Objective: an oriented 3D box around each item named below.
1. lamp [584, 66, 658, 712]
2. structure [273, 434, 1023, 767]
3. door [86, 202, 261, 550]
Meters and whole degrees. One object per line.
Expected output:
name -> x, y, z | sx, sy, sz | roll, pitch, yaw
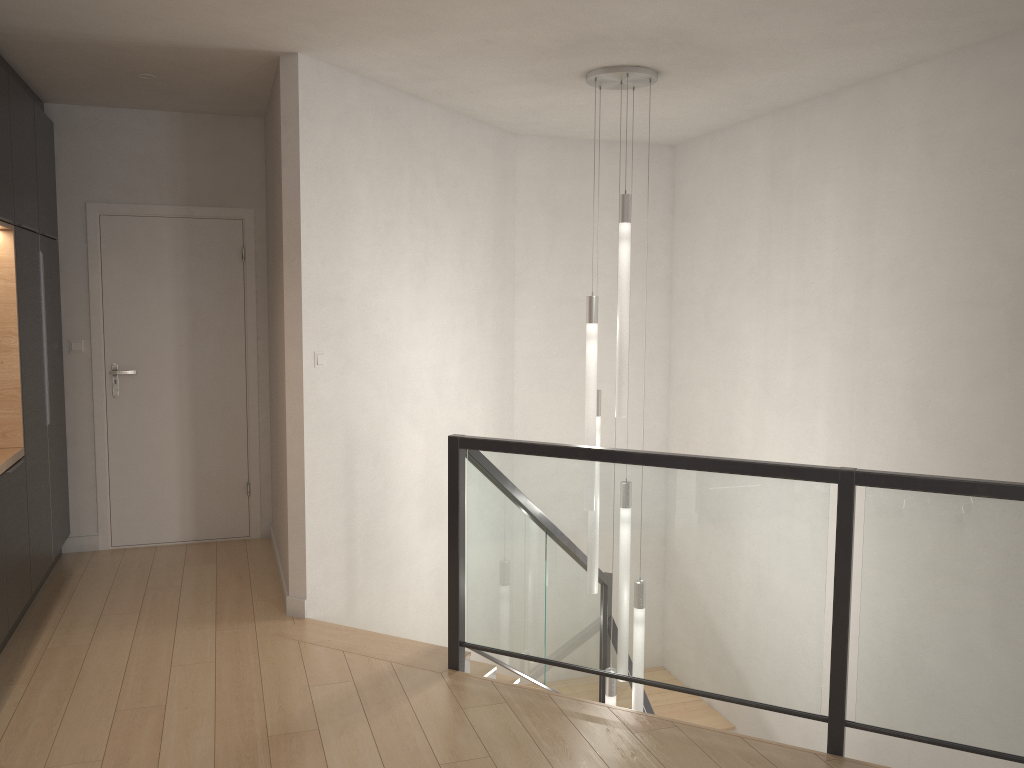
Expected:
lamp -> 0.549, -0.704, 4.562 | 0.359, 6.725, 0.359 | 2, 6, 18
structure -> 1.376, 2.321, 4.559 | 4.190, 4.339, 2.823 | 3, 6, 27
door -> -2.102, -0.039, 5.571 | 0.974, 2.136, 0.085 | -1, 6, -18
